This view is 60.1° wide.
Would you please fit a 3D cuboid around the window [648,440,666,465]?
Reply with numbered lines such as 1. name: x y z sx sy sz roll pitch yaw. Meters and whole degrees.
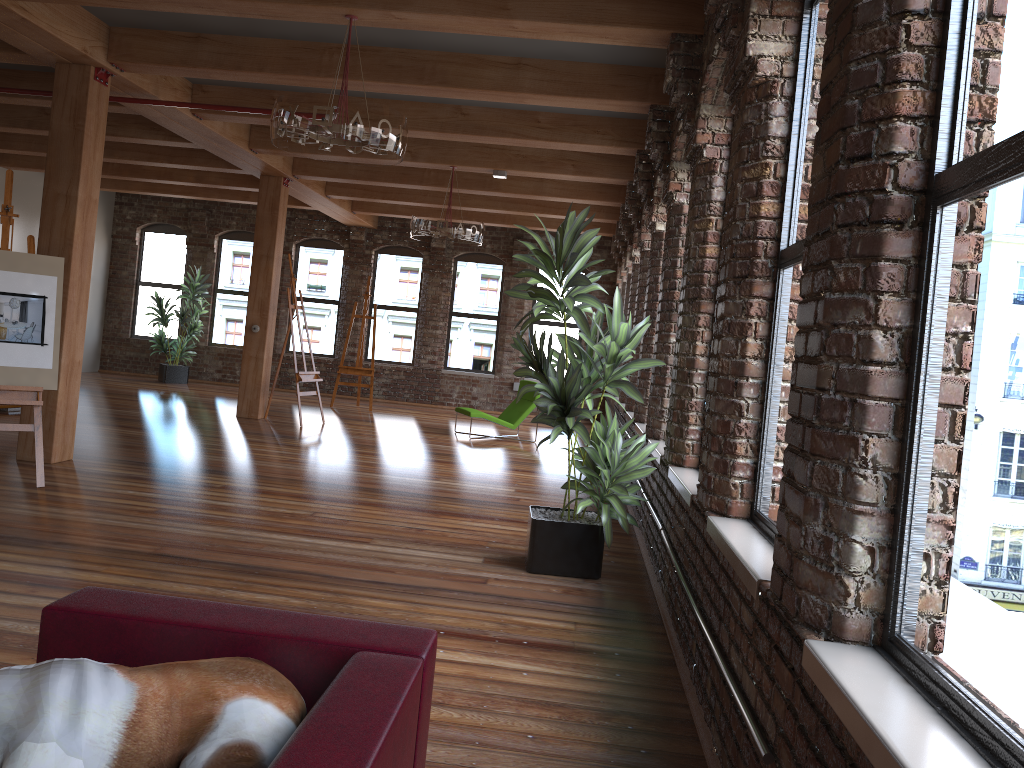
1. window: 1.162 -0.615 5.871 0.235 2.215 0.968 6 0 4

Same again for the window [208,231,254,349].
1. window: -5.036 -1.737 16.371 0.969 2.169 0.086 6 0 4

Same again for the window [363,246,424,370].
1. window: -2.132 -1.404 16.083 0.969 2.227 0.221 6 0 4

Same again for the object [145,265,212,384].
1. object: -5.905 -1.078 15.637 1.079 2.103 0.968 6 0 -18

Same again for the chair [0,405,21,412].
1. chair: -5.935 -0.113 9.439 1.065 0.735 0.830 6 2 14

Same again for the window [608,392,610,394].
1. window: 1.821 -0.951 14.674 0.232 2.215 0.968 6 0 4

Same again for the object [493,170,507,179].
1. object: -0.129 -2.286 9.636 0.145 0.072 0.147 6 2 4

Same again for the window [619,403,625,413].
1. window: 1.489 -0.783 10.261 0.230 2.215 0.968 6 0 4

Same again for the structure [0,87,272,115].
1. structure: -4.850 -2.642 7.766 6.810 0.112 0.051 6 0 4

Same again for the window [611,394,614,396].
1. window: 1.709 -0.894 13.185 0.231 2.215 0.968 6 0 4

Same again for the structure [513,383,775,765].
1. structure: 1.125 0.545 9.004 1.633 0.313 13.721 6 3 -3

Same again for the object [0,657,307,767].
1. object: -0.766 0.650 1.638 0.753 0.297 0.365 5 2 -24

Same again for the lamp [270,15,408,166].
1. lamp: -1.000 -1.795 5.300 0.807 0.815 0.811 5 2 -43

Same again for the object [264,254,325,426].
1. object: -2.744 -0.586 11.322 0.685 2.140 0.661 6 0 14

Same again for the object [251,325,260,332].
1. object: -3.238 -0.697 11.168 0.095 0.095 0.061 6 1 4

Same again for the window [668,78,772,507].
1. window: 1.053 -0.560 4.408 0.235 2.215 0.968 6 0 4

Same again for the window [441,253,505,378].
1. window: -0.671 -1.258 15.974 0.969 2.218 0.218 6 0 4

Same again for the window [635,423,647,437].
1. window: 1.270 -0.671 7.334 0.232 2.215 0.968 6 0 4

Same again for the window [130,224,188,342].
1. window: -6.517 -1.891 16.484 0.969 2.169 0.086 6 0 4

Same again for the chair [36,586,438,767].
1. chair: -0.667 0.841 1.565 0.866 0.592 1.071 6 2 4

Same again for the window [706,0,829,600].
1. window: 0.943 -0.504 2.946 0.235 2.215 0.968 6 0 4

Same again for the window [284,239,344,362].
1. window: -3.586 -1.555 16.194 0.969 2.227 0.221 6 0 4

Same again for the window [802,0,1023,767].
1. window: 0.833 -0.448 1.484 0.235 2.215 0.968 6 0 4

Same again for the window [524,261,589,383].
1. window: 0.804 -1.105 15.862 0.969 2.218 0.218 6 0 4

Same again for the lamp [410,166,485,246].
1. lamp: -0.675 -1.960 9.636 0.811 0.815 0.807 7 2 40

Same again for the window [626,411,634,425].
1. window: 1.382 -0.727 8.798 0.236 2.215 0.968 6 0 4

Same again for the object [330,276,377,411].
1. object: -2.412 -0.682 14.158 0.662 2.140 0.685 6 0 -1

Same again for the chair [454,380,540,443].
1. chair: -0.200 0.321 11.841 0.954 0.796 0.682 5 1 -21

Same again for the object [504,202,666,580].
1. object: 0.443 0.034 5.189 0.968 2.103 1.079 6 1 17

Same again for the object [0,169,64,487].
1. object: -3.481 -0.419 6.044 0.700 2.140 0.686 6 0 -36

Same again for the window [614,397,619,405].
1. window: 1.600 -0.838 11.721 0.233 2.215 0.968 6 0 4
